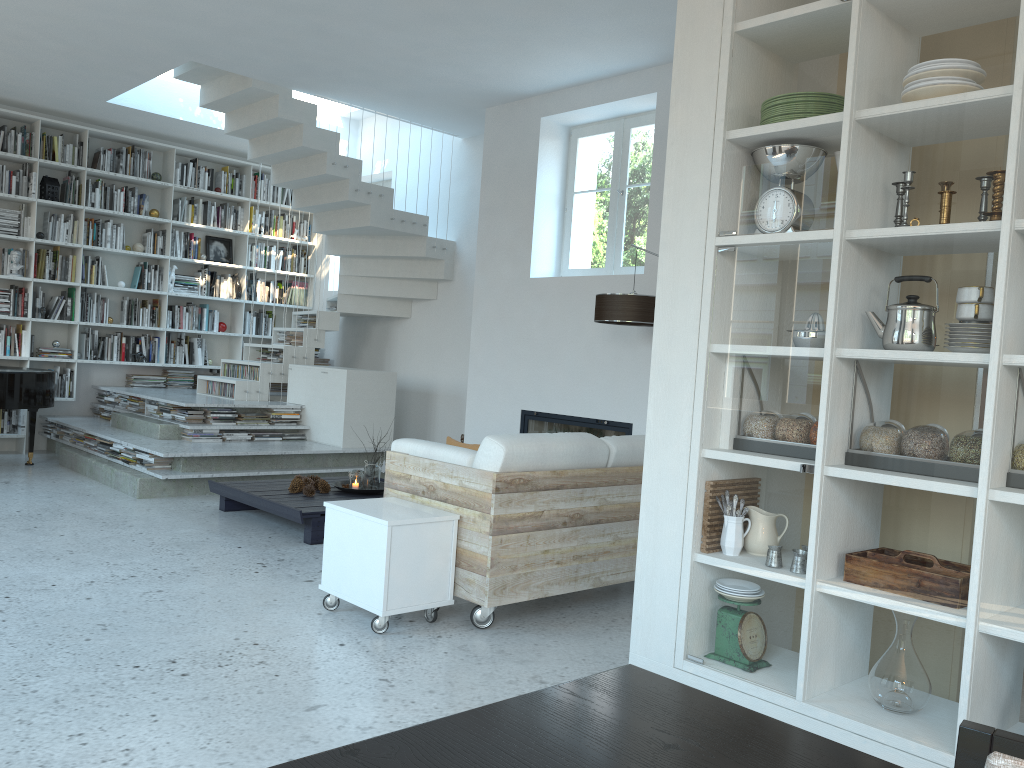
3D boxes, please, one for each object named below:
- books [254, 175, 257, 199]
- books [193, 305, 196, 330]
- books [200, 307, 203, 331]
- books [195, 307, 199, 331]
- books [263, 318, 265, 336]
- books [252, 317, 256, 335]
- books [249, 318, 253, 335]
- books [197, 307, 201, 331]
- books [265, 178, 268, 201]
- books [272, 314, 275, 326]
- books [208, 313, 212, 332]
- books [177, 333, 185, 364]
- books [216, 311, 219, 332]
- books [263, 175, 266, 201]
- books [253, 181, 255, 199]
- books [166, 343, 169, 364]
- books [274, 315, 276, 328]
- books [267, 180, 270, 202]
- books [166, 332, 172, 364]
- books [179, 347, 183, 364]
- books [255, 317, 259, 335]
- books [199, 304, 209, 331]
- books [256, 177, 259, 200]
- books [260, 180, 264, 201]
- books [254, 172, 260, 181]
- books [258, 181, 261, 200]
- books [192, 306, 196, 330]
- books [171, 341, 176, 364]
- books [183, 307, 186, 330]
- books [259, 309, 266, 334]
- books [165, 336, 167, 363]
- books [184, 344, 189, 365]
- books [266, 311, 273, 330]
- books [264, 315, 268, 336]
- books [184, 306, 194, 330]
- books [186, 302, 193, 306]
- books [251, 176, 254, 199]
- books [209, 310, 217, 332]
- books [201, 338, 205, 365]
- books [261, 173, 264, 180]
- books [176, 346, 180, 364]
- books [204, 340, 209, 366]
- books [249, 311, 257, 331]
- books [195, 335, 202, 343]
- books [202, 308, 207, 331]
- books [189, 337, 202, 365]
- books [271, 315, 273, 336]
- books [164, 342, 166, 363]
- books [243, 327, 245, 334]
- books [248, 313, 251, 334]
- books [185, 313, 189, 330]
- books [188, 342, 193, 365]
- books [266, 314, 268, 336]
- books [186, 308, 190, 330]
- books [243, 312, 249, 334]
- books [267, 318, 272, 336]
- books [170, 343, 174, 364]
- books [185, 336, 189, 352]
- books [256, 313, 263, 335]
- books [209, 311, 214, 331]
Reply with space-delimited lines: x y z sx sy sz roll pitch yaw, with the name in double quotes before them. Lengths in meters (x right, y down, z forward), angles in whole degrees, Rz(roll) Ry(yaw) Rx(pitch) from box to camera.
"books" -2.873 -2.163 9.834 0.013 0.286 0.150 2 3 -43
"books" -3.420 -0.710 9.480 0.011 0.272 0.152 2 3 -43
"books" -3.370 -0.699 9.539 0.012 0.254 0.160 2 3 -43
"books" -3.409 -0.697 9.496 0.026 0.246 0.165 2 3 -43
"books" -2.851 -0.649 10.024 0.027 0.201 0.164 2 3 -43
"books" -2.928 -0.652 9.933 0.029 0.201 0.172 2 3 -43
"books" -2.949 -0.674 9.919 0.022 0.242 0.151 2 3 -43
"books" -3.381 -0.696 9.495 0.014 0.249 0.177 2 3 -43
"books" -2.786 -2.154 9.927 0.027 0.275 0.148 2 3 -43
"books" -2.757 -0.672 10.112 0.012 0.254 0.160 2 3 -43
"books" -3.301 -0.668 9.582 0.030 0.201 0.189 2 3 -43
"books" -3.519 -0.378 9.417 0.014 0.333 0.168 2 3 -43
"books" -3.240 -0.677 9.649 0.027 0.223 0.170 2 3 -43
"books" -2.803 -2.170 9.897 0.012 0.306 0.184 2 3 -43
"books" -2.899 -2.133 9.833 0.025 0.223 0.136 2 3 -43
"books" -3.649 -0.325 9.329 0.033 0.213 0.140 2 3 -43
"books" -2.745 -0.664 10.118 0.013 0.240 0.166 2 3 -43
"books" -2.766 -2.145 9.941 0.022 0.259 0.163 2 3 -43
"books" -3.628 -0.381 9.342 0.013 0.327 0.130 2 3 -43
"books" -3.540 -0.305 9.409 0.024 0.185 0.149 2 3 -43
"books" -2.898 -0.655 9.977 0.025 0.208 0.149 2 3 -43
"books" -3.323 -0.714 9.552 0.026 0.290 0.181 2 3 -43
"books" -2.855 -2.153 9.833 0.012 0.269 0.184 2 3 -43
"books" -2.825 -2.139 9.878 0.023 0.244 0.182 2 3 -43
"books" -2.845 -2.185 9.874 0.014 0.332 0.142 2 3 -43
"books" -2.847 -2.133 9.848 0.022 0.229 0.174 2 3 -43
"books" -3.423 -0.704 9.450 0.012 0.262 0.186 2 3 -43
"books" -3.589 -0.337 9.353 0.015 0.243 0.156 2 3 -43
"books" -3.510 -0.697 9.398 0.026 0.239 0.177 2 3 -43
"books" -2.832 -0.696 10.036 0.013 0.297 0.141 2 3 -43
"books" -3.656 -0.362 9.304 0.015 0.287 0.138 2 3 -43
"books" -3.498 -0.319 9.441 0.052 0.217 0.184 2 3 -43
"books" -2.773 -0.687 10.080 0.011 0.285 0.161 2 3 -43
"books" -2.821 -0.662 10.042 0.014 0.230 0.172 2 3 -43
"books" -3.444 -0.701 9.424 0.028 0.255 0.191 2 3 -43
"books" -3.442 -0.724 9.453 0.013 0.299 0.147 2 3 -43
"books" -2.907 -2.159 9.808 0.022 0.275 0.159 2 3 -43
"books" -3.257 -0.684 9.630 0.025 0.235 0.181 2 3 -43
"books" -3.360 -0.348 9.562 0.025 0.287 0.160 2 3 -43
"books" -2.821 -2.181 9.900 0.012 0.326 0.151 2 3 -43
"books" -3.565 -0.308 9.396 0.030 0.188 0.140 2 3 -43
"books" -3.335 -0.341 9.599 0.062 0.274 0.148 2 3 -43
"books" -2.919 -0.685 9.964 0.024 0.267 0.133 2 3 -43
"books" -3.388 -0.370 9.565 0.012 0.326 0.136 2 3 -43
"books" -3.340 -0.691 9.533 0.023 0.244 0.189 2 3 -43
"books" -3.394 -0.350 9.483 0.075 0.291 0.255 2 3 -43
"books" -2.771 -0.664 10.095 0.014 0.238 0.146 2 3 -43
"books" -3.663 -0.387 9.291 0.014 0.337 0.131 2 3 -43
"books" -3.035 -0.694 9.845 0.085 0.278 0.159 2 3 -43
"books" -2.970 -0.672 9.898 0.037 0.236 0.153 2 3 -43
"books" -3.484 -0.667 9.408 0.027 0.182 0.186 2 3 -43
"books" -3.463 -0.329 9.479 0.031 0.239 0.171 2 3 -43
"books" -2.817 -0.669 10.068 0.027 0.242 0.131 2 3 -43
"books" -3.475 -0.691 9.428 0.012 0.229 0.179 2 3 -43
"books" -2.986 -0.680 9.871 0.024 0.252 0.175 2 3 -43
"books" -2.781 -0.648 10.064 0.021 0.205 0.174 2 3 -43
"books" -3.611 -0.323 9.349 0.023 0.214 0.163 2 3 -43
"books" -3.488 -0.363 9.477 0.010 0.304 0.131 2 3 -43
"books" -2.860 -0.672 9.975 0.027 0.248 0.184 2 3 -43
"books" -3.286 -0.677 9.616 0.037 0.219 0.139 2 3 -43
